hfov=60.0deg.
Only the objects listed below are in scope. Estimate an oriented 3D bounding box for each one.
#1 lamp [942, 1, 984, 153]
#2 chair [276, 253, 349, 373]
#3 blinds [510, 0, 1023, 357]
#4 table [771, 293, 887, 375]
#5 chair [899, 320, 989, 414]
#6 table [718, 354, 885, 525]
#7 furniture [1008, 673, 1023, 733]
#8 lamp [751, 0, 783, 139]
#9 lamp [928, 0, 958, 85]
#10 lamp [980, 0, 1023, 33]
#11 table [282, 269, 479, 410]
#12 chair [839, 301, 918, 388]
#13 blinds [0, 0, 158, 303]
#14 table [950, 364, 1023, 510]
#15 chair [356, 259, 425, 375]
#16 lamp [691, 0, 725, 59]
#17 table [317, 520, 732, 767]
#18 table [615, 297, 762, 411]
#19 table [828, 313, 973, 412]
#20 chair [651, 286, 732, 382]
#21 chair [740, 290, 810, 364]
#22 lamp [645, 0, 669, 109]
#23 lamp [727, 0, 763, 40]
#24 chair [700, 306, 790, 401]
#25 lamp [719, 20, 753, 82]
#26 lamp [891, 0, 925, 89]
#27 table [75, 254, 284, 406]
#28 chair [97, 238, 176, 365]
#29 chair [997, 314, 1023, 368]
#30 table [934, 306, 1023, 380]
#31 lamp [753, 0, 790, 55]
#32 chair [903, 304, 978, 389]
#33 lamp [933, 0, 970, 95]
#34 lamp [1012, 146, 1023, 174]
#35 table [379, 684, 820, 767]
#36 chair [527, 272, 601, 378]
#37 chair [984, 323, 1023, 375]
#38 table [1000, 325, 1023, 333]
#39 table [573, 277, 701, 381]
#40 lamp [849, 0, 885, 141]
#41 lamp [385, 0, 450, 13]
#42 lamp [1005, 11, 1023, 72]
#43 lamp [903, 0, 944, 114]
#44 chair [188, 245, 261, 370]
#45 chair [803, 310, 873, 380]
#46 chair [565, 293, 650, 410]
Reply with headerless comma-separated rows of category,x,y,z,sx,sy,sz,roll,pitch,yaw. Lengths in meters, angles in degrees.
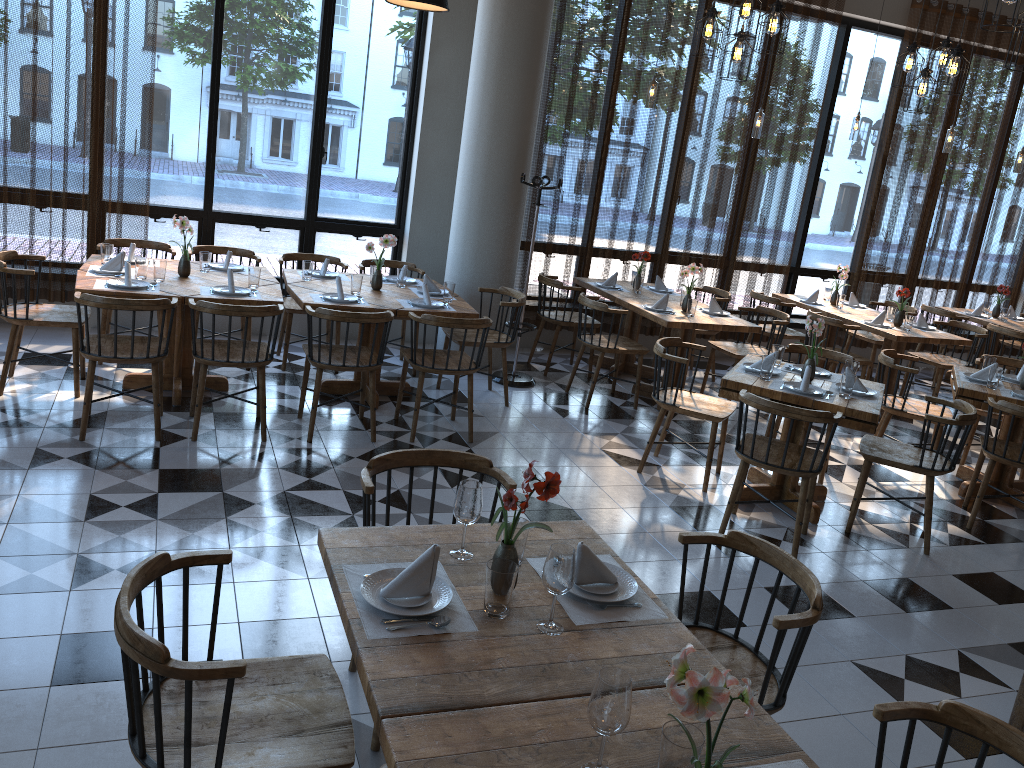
lamp,4.402,-3.209,8.476,0.078,1.945,0.079,0,16,-32
chair,-1.547,-0.555,6.808,0.519,0.809,0.555,2,15,-22
blinds,3.344,-2.133,8.969,7.260,3.548,0.161,2,15,-22
table,3.093,-0.408,8.734,0.849,0.756,0.859,2,16,-22
chair,3.997,-0.159,8.203,0.549,0.809,0.525,2,15,-22
table,1.689,0.348,5.320,0.867,0.756,0.870,14,16,22
furniture,5.274,1.159,3.524,6.582,1.139,1.938,2,16,-22
lamp,2.310,-3.133,7.691,0.078,1.945,0.078,12,14,17
lamp,3.137,-3.107,6.002,0.175,2.051,0.177,7,13,-3
lamp,2.201,-2.476,3.482,0.175,2.051,0.177,4,14,-15
table,-0.993,-0.288,6.236,1.213,0.756,1.229,3,16,-18
chair,3.707,-0.413,8.963,0.549,0.809,0.525,2,15,-22
blinds,-4.140,-2.368,6.016,3.196,3.548,0.157,2,15,-21
table,3.362,0.401,5.981,0.867,0.756,0.870,14,16,22
chair,-0.978,-0.537,7.032,0.519,0.809,0.555,2,15,-22
lamp,1.394,-3.117,5.521,0.175,2.051,0.176,13,14,20
table,-0.067,0.916,2.401,0.849,0.756,0.859,2,16,-22
table,1.342,-0.214,7.153,0.849,0.756,0.859,2,16,-22
table,3.387,-0.150,7.962,0.849,0.756,0.859,2,16,-22
chair,1.661,-0.477,8.155,0.549,0.809,0.525,2,15,-22
chair,2.494,-0.451,8.484,0.549,0.809,0.525,2,15,-22
lamp,1.294,-3.266,7.260,0.078,1.945,0.079,-6,19,-45
lamp,1.537,-3.098,5.157,0.175,2.051,0.176,-2,16,-35
chair,1.952,-0.223,7.394,0.549,0.809,0.525,2,15,-22
lamp,1.555,-2.933,5.432,0.175,2.051,0.176,-2,16,-35
lamp,2.929,-3.093,6.057,0.175,2.051,0.177,5,14,-14
table,-2.164,-0.325,5.773,1.213,0.756,1.229,3,16,-18
chair,-2.704,-0.591,6.350,0.519,0.809,0.555,2,15,-22
chair,5.710,-0.350,9.755,0.549,0.809,0.525,2,15,-22
table,5.096,-0.345,9.525,0.849,0.756,0.859,2,16,-22
lamp,1.724,-3.037,5.244,0.176,2.051,0.175,20,18,41
chair,4.497,-0.388,9.276,0.549,0.809,0.525,2,15,-22
lamp,3.040,-2.923,5.663,0.175,2.051,0.176,-2,16,-35
lamp,5.308,-3.100,8.859,0.078,1.945,0.079,-2,16,-35
table,0.227,1.173,1.632,0.849,0.756,0.859,2,16,-22
chair,0.448,-0.515,7.676,0.549,0.809,0.525,2,15,-22
chair,4.787,-0.134,8.515,0.549,0.809,0.525,2,15,-22
table,5.390,-0.088,8.753,0.849,0.756,0.859,2,16,-22
table,1.047,-0.472,7.925,0.849,0.756,0.859,2,16,-22
lamp,3.322,-3.210,8.059,0.078,1.945,0.079,5,14,-14
lamp,-0.443,-3.167,5.129,0.391,1.847,0.393,-5,19,-43
lamp,2.218,-2.247,3.317,0.175,2.051,0.177,7,13,-4
lamp,2.942,-2.865,5.891,0.175,2.051,0.177,7,13,-3
chair,-2.151,-0.573,6.569,0.519,0.809,0.555,2,15,-22
chair,2.784,-0.197,7.724,0.549,0.809,0.525,2,15,-22
chair,0.738,-0.260,6.915,0.549,0.809,0.525,2,15,-22
